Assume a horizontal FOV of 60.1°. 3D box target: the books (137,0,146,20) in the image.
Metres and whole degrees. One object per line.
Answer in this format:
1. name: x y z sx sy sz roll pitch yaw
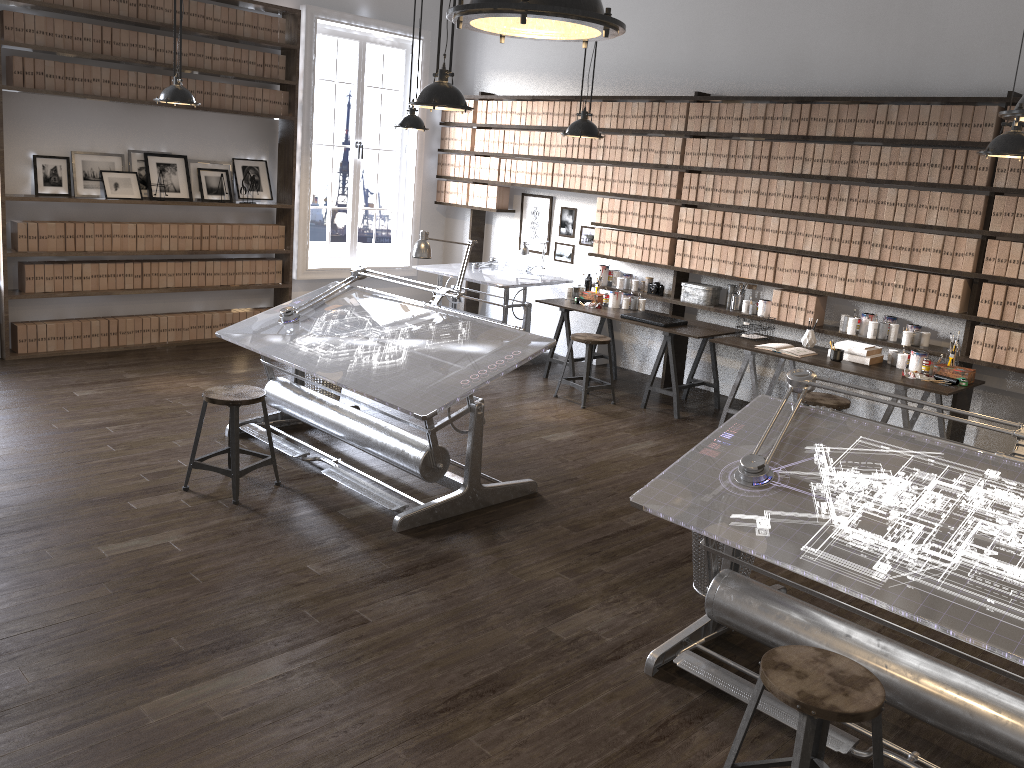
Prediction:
1. books: -3.020 -3.051 7.151 0.067 0.223 0.176 -6 16 -44

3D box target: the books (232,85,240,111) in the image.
1. books: -2.480 -2.535 7.849 0.067 0.223 0.176 -6 16 -44

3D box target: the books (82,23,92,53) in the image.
1. books: -3.346 -2.695 6.919 0.067 0.223 0.175 -6 16 -44

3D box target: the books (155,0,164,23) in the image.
1. books: -2.919 -3.067 7.248 0.067 0.223 0.176 -6 16 -44

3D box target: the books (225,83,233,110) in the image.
1. books: -2.533 -2.527 7.799 0.067 0.223 0.176 -6 16 -44

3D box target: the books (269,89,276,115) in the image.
1. books: -2.230 -2.574 8.091 0.067 0.223 0.176 -6 16 -44

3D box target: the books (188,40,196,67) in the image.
1. books: -2.751 -2.792 7.508 0.067 0.223 0.175 -6 16 -44

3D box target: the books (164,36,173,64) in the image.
1. books: -2.890 -2.768 7.366 0.067 0.223 0.176 -6 16 -44

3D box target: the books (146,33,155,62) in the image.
1. books: -2.995 -2.751 7.264 0.067 0.223 0.175 -6 16 -44

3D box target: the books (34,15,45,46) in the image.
1. books: -3.589 -2.657 6.684 0.067 0.223 0.176 -6 16 -44

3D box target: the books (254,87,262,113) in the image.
1. books: -2.332 -2.559 7.996 0.067 0.223 0.175 -6 16 -44

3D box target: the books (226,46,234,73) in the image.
1. books: -2.502 -2.829 7.742 0.067 0.223 0.176 -6 16 -44

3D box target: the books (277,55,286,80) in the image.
1. books: -2.145 -2.887 8.097 0.067 0.223 0.176 -6 16 -44

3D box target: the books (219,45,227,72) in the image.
1. books: -2.553 -2.822 7.698 0.067 0.223 0.176 -6 16 -44

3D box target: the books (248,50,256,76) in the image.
1. books: -2.354 -2.853 7.889 0.067 0.223 0.175 -6 16 -44

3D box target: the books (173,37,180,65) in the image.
1. books: -2.847 -2.776 7.411 0.067 0.223 0.176 -6 16 -44

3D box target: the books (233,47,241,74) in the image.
1. books: -2.458 -2.838 7.793 0.067 0.223 0.176 -6 16 -44

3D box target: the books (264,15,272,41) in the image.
1. books: -2.229 -3.179 7.931 0.067 0.223 0.176 -6 16 -44

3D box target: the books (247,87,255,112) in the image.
1. books: -2.384 -2.552 7.950 0.067 0.223 0.175 -6 16 -44

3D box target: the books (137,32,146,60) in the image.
1. books: -3.044 -2.742 7.211 0.067 0.223 0.176 -6 16 -44

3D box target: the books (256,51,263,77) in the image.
1. books: -2.307 -2.862 7.941 0.067 0.223 0.176 -6 16 -44

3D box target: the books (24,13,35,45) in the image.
1. books: -3.639 -2.648 6.632 0.067 0.223 0.176 -6 16 -44

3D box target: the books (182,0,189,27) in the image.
1. books: -2.772 -3.092 7.399 0.067 0.223 0.176 -6 16 -44

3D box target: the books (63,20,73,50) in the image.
1. books: -3.450 -2.680 6.823 0.067 0.223 0.176 -6 16 -44

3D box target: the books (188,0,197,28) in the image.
1. books: -2.718 -3.100 7.450 0.067 0.223 0.176 -6 16 -44

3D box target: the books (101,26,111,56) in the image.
1. books: -3.241 -2.711 7.020 0.067 0.223 0.176 -6 16 -44

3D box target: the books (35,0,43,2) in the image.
1. books: -3.568 -2.964 6.618 0.067 0.223 0.175 -6 16 -44

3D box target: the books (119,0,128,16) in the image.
1. books: -3.125 -3.035 7.050 0.067 0.223 0.175 -6 16 -44

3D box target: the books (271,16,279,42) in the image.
1. books: -2.179 -3.187 7.980 0.067 0.223 0.175 -6 16 -44

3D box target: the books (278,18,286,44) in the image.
1. books: -2.125 -3.194 8.027 0.067 0.223 0.175 -6 16 -44

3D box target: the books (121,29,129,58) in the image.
1. books: -3.144 -2.728 7.119 0.067 0.223 0.176 -6 16 -44

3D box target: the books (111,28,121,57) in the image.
1. books: -3.192 -2.721 7.075 0.067 0.223 0.176 -6 16 -44

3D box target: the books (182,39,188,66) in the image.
1. books: -2.796 -2.782 7.454 0.067 0.223 0.176 -6 16 -44

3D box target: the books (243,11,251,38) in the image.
1. books: -2.368 -3.156 7.792 0.067 0.223 0.176 -6 16 -44

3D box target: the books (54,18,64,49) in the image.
1. books: -3.494 -2.671 6.772 0.067 0.223 0.176 -6 16 -44

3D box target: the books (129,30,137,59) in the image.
1. books: -3.096 -2.734 7.160 0.067 0.223 0.176 -6 16 -44

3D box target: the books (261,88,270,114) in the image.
1. books: -2.278 -2.567 8.044 0.067 0.223 0.176 -6 16 -44

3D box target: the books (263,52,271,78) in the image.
1. books: -2.249 -2.870 7.990 0.067 0.223 0.176 -6 16 -44

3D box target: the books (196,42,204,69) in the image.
1. books: -2.700 -2.799 7.555 0.067 0.223 0.176 -6 16 -44

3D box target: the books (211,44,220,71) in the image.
1. books: -2.597 -2.815 7.653 0.067 0.223 0.176 -6 16 -44

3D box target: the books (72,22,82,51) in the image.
1. books: -3.400 -2.688 6.872 0.067 0.223 0.175 -6 16 -44

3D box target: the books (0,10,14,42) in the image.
1. books: -3.743 -2.633 6.538 0.067 0.223 0.175 -6 16 -44

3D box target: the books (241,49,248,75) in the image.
1. books: -2.408 -2.846 7.842 0.067 0.223 0.175 -6 16 -44

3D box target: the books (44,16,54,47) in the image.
1. books: -3.545 -2.664 6.728 0.067 0.223 0.176 -6 16 -44

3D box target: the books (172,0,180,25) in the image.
1. books: -2.823 -3.085 7.352 0.067 0.223 0.175 -6 16 -44

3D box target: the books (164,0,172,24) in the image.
1. books: -2.870 -3.076 7.300 0.067 0.223 0.175 -6 16 -44

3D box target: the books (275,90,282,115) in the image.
1. books: -2.188 -2.582 8.138 0.067 0.223 0.176 -6 16 -44

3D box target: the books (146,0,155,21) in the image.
1. books: -2.971 -3.061 7.207 0.067 0.223 0.176 -6 16 -44

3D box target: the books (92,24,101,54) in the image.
1. books: -3.299 -2.704 6.972 0.067 0.223 0.176 -6 16 -44

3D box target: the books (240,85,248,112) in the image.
1. books: -2.432 -2.544 7.900 0.067 0.223 0.176 -6 16 -44

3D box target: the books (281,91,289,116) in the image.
1. books: -2.139 -2.591 8.187 0.067 0.223 0.176 -6 16 -44

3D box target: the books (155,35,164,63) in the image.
1. books: -2.941 -2.759 7.314 0.067 0.223 0.176 -6 16 -44

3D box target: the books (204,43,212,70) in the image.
1. books: -2.647 -2.806 7.602 0.067 0.223 0.176 -6 16 -44

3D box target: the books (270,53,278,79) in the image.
1. books: -2.200 -2.879 8.045 0.067 0.223 0.176 -6 16 -44

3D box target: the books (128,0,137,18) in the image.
1. books: -3.077 -3.044 7.103 0.067 0.223 0.176 -6 16 -44

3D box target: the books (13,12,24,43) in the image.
1. books: -3.692 -2.641 6.585 0.067 0.223 0.176 -6 16 -44
